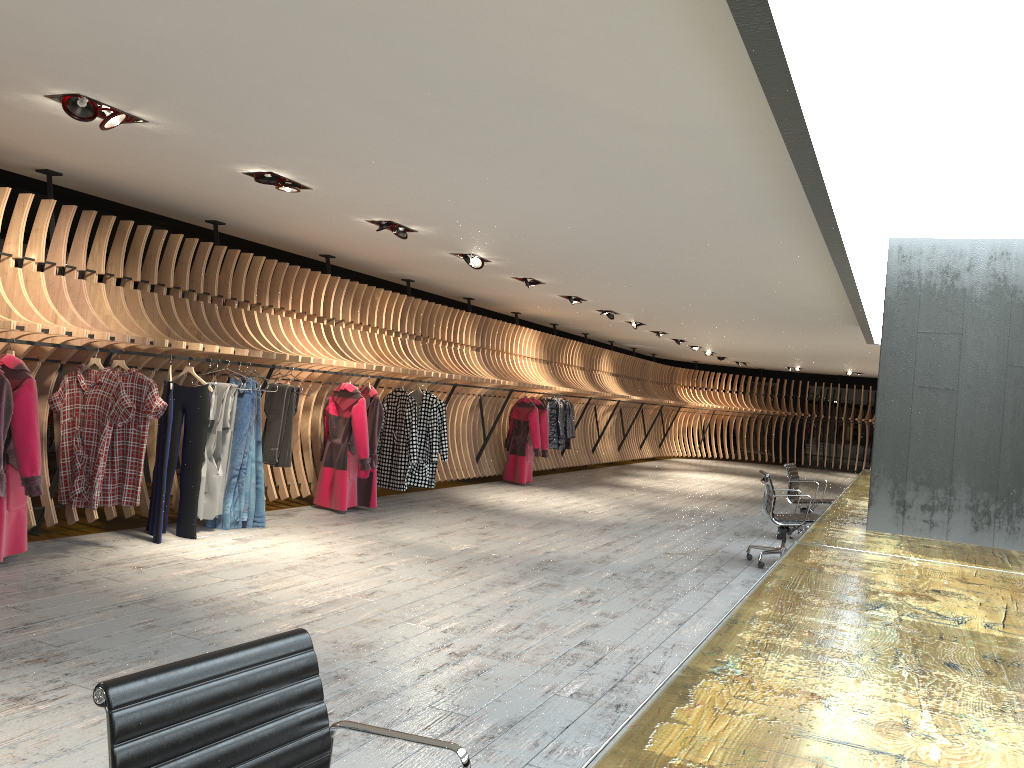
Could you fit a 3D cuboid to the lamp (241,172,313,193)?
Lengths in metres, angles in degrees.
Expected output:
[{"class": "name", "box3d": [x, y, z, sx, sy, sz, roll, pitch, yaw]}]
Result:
[{"class": "lamp", "box3d": [-1.710, -1.524, 6.499, 0.269, 0.296, 0.492, 5, -1, 24]}]

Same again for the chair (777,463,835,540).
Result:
[{"class": "chair", "box3d": [3.427, 1.371, 10.171, 0.668, 0.860, 0.693, 5, -1, 20]}]

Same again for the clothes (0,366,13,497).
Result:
[{"class": "clothes", "box3d": [-3.418, 0.443, 5.496, 0.840, 1.312, 0.320, 5, -2, 23]}]

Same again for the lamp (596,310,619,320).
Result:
[{"class": "lamp", "box3d": [1.492, -1.156, 13.786, 0.269, 0.294, 0.492, 5, -1, 24]}]

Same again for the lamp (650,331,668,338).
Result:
[{"class": "lamp", "box3d": [2.772, -1.006, 16.700, 0.269, 0.298, 0.492, 5, -1, 24]}]

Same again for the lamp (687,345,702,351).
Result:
[{"class": "lamp", "box3d": [4.053, -0.861, 19.615, 0.269, 0.293, 0.492, 5, -1, 24]}]

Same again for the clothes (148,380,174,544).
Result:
[{"class": "clothes", "box3d": [-2.763, 0.645, 6.983, 0.087, 1.353, 0.539, 6, -2, -27]}]

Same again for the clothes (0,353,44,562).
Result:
[{"class": "clothes", "box3d": [-3.301, 0.457, 5.761, 0.840, 1.312, 0.320, 4, -2, 33]}]

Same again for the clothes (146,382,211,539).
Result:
[{"class": "clothes", "box3d": [-2.698, 0.653, 7.176, 0.539, 1.353, 0.087, 4, -2, 23]}]

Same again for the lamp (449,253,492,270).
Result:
[{"class": "lamp", "box3d": [-0.429, -1.379, 9.414, 0.269, 0.291, 0.492, 5, -1, 24]}]

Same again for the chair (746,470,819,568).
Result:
[{"class": "chair", "box3d": [2.600, 1.275, 8.269, 0.667, 0.860, 0.693, 5, -1, 0]}]

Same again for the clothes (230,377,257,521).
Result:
[{"class": "clothes", "box3d": [-2.415, 0.587, 7.830, 0.277, 1.292, 0.316, 5, -2, -12]}]

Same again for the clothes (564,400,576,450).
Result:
[{"class": "clothes", "box3d": [0.948, 0.703, 15.333, 0.181, 0.854, 0.682, 6, -1, -23]}]

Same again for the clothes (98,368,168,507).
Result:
[{"class": "clothes", "box3d": [-2.932, 0.385, 6.524, 0.760, 1.030, 0.179, 5, -2, 10]}]

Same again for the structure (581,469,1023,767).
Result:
[{"class": "structure", "box3d": [3.731, 1.334, 3.799, 4.838, 0.844, 18.459, 5, -1, 24]}]

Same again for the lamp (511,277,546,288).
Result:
[{"class": "lamp", "box3d": [0.211, -1.304, 10.871, 0.269, 0.294, 0.492, 5, -1, 24]}]

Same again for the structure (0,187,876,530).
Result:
[{"class": "structure", "box3d": [4.845, 0.610, 7.809, 14.889, 2.441, 36.522, 5, -1, 24]}]

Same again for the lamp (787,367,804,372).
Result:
[{"class": "lamp", "box3d": [7.693, -0.483, 24.225, 0.492, 0.293, 0.269, 5, -1, -2]}]

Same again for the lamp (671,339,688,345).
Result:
[{"class": "lamp", "box3d": [3.413, -0.934, 18.158, 0.269, 0.295, 0.492, 5, -1, 24]}]

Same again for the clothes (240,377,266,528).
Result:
[{"class": "clothes", "box3d": [-2.316, 0.717, 7.936, 0.373, 1.537, 0.312, 4, -2, 35]}]

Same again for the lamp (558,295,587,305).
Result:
[{"class": "lamp", "box3d": [0.851, -1.229, 12.328, 0.269, 0.296, 0.492, 5, -1, 24]}]

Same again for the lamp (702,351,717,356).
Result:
[{"class": "lamp", "box3d": [4.694, -0.788, 21.072, 0.269, 0.291, 0.492, 5, -1, 24]}]

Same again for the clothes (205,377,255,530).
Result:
[{"class": "clothes", "box3d": [-2.450, 0.696, 7.677, 0.277, 1.543, 0.316, 4, -2, 23]}]

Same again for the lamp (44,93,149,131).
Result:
[{"class": "lamp", "box3d": [-2.350, -1.596, 5.041, 0.269, 0.301, 0.492, 5, -1, 24]}]

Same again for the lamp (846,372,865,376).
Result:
[{"class": "lamp", "box3d": [9.237, -0.349, 23.907, 0.493, 0.291, 0.269, 5, -1, 28]}]

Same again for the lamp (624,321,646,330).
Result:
[{"class": "lamp", "box3d": [2.132, -1.078, 15.243, 0.269, 0.302, 0.492, 5, -1, 24]}]

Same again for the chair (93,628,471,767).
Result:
[{"class": "chair", "box3d": [-0.338, 0.935, 1.468, 0.668, 0.860, 0.693, 5, -1, 20]}]

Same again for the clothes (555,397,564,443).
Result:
[{"class": "clothes", "box3d": [0.686, 0.647, 14.761, 0.511, 0.854, 0.227, 4, -2, 44]}]

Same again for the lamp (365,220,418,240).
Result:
[{"class": "lamp", "box3d": [-1.069, -1.456, 7.956, 0.269, 0.284, 0.492, 5, -1, 24]}]

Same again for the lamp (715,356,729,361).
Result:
[{"class": "lamp", "box3d": [5.334, -0.718, 22.530, 0.269, 0.284, 0.492, 5, -1, 24]}]

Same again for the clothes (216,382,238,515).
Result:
[{"class": "clothes", "box3d": [-2.529, 0.559, 7.564, 0.273, 1.143, 0.170, 6, -2, -19]}]

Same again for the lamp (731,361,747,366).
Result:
[{"class": "lamp", "box3d": [6.168, -0.631, 23.859, 0.492, 0.279, 0.269, 6, -1, -25]}]

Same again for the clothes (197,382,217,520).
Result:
[{"class": "clothes", "box3d": [-2.575, 0.552, 7.352, 0.169, 1.143, 0.273, 6, -2, -34]}]

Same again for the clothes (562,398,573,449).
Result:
[{"class": "clothes", "box3d": [0.799, 0.663, 15.040, 0.530, 0.856, 0.234, 5, -2, 23]}]

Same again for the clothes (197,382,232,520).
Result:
[{"class": "clothes", "box3d": [-2.520, 0.556, 7.444, 0.278, 1.141, 0.172, 4, -2, 31]}]

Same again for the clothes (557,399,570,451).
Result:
[{"class": "clothes", "box3d": [0.761, 0.681, 14.918, 0.211, 0.854, 0.585, 6, -2, -39]}]

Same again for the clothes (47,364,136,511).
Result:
[{"class": "clothes", "box3d": [-3.035, 0.376, 6.327, 0.761, 1.021, 0.187, 5, -2, 25]}]
